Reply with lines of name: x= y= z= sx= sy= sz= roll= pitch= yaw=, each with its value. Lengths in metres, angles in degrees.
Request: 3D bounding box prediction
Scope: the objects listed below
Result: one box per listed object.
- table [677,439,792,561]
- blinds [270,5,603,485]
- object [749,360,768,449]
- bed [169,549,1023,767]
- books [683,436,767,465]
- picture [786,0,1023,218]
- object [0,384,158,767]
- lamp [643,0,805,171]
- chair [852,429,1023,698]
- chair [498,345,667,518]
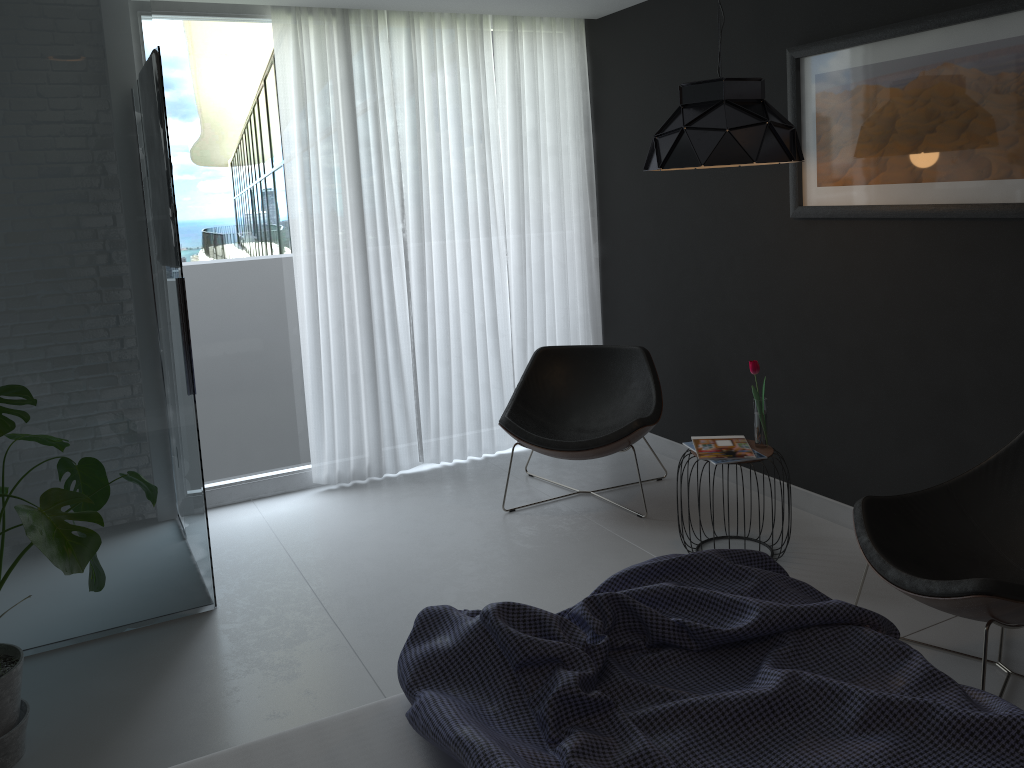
table: x=0.899 y=0.479 z=3.593 sx=0.452 sy=0.430 sz=0.455 roll=5 pitch=13 yaw=40
blinds: x=-0.309 y=-0.896 z=4.920 sx=1.861 sy=2.668 sz=0.137 roll=-8 pitch=9 yaw=-26
object: x=0.993 y=0.083 z=3.550 sx=0.066 sy=0.352 sz=0.077 roll=-3 pitch=8 yaw=6
bed: x=-0.197 y=0.266 z=1.121 sx=2.620 sy=2.020 sz=2.580 roll=-8 pitch=12 yaw=-26
books: x=-1.746 y=1.213 z=0.701 sx=0.406 sy=0.368 sz=8.322 roll=6 pitch=15 yaw=41
picture: x=1.650 y=-0.923 z=2.973 sx=0.041 sy=0.714 sz=1.967 roll=-7 pitch=12 yaw=-26
object: x=-1.501 y=0.540 z=2.513 sx=0.852 sy=1.037 sz=1.002 roll=-5 pitch=10 yaw=-8
lamp: x=0.788 y=-1.282 z=3.353 sx=0.583 sy=0.893 sz=0.615 roll=-5 pitch=9 yaw=-8
chair: x=1.487 y=0.526 z=2.625 sx=0.814 sy=0.683 sz=0.800 roll=-4 pitch=10 yaw=-5
chair: x=0.354 y=0.206 z=4.394 sx=0.789 sy=0.683 sz=0.825 roll=0 pitch=11 yaw=16
